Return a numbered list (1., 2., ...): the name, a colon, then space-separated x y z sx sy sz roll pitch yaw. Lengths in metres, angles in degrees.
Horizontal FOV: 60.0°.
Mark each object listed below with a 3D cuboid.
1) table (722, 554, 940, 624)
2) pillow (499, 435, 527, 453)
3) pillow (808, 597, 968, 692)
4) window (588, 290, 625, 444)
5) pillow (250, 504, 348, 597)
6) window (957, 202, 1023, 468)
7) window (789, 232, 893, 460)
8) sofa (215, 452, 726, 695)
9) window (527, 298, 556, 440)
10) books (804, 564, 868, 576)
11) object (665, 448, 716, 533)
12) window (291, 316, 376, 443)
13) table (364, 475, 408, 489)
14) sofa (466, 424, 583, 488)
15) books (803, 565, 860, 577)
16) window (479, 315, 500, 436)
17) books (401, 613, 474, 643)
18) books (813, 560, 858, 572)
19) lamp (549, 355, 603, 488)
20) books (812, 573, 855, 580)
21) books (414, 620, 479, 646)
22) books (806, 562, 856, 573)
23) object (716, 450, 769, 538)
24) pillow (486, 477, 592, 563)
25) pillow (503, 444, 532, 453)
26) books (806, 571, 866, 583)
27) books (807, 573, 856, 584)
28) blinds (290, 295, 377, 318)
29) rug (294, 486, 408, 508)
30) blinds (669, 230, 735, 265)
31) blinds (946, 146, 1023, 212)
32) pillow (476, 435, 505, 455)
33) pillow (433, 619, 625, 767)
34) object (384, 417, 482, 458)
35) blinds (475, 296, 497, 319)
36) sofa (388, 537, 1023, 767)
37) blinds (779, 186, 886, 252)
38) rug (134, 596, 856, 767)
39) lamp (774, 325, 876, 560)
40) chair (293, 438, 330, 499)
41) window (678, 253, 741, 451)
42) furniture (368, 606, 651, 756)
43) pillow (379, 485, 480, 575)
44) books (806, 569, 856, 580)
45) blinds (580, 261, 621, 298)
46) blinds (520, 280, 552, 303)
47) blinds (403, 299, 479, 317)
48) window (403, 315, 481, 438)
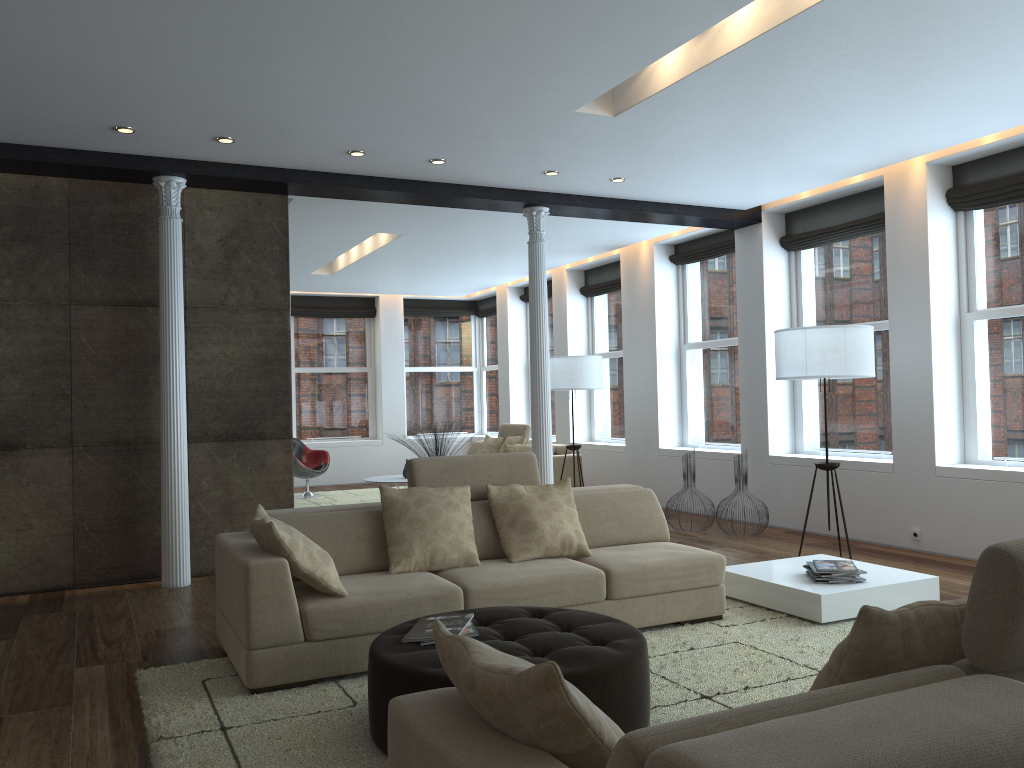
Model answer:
1. table: 1.843 1.204 5.278 0.900 0.170 0.900 -1 -1 -26
2. pillow: -0.038 0.869 11.351 0.301 0.439 0.534 -1 -1 -29
3. pillow: 0.859 0.664 1.995 0.534 0.439 0.301 -1 -1 -29
4. window: 1.352 -0.359 11.429 0.123 2.400 1.345 -1 -1 -26
5. pillow: -1.009 0.773 4.131 0.395 0.393 0.518 -1 -1 -22
6. window: 3.823 -0.520 6.277 0.123 2.400 1.442 -1 -1 -26
7. window: 3.029 -0.469 7.932 0.123 2.400 1.432 -1 -1 -26
8. sofa: -0.189 0.873 4.771 2.581 0.950 1.021 -1 -1 -26
9. window: 0.576 -0.309 13.047 0.123 2.400 1.444 -1 -1 -26
10. books: 1.854 1.062 5.089 0.220 0.010 0.300 -1 -1 -11
11. object: 1.648 0.981 8.229 0.458 0.781 0.458 -1 -1 -26
12. window: -2.894 -0.200 14.260 1.420 2.400 0.123 -1 -1 -26
13. table: -1.160 1.260 10.045 1.022 0.393 1.022 -2 -1 19
14. sofa: -0.156 1.006 11.573 1.018 0.950 2.581 -1 -1 -26
15. books: 1.829 1.072 5.093 0.220 0.010 0.300 -1 -1 -1
16. window: 2.699 0.440 22.886 34.761 17.917 13.698 -1 -1 -26
17. books: -0.283 0.942 3.432 0.220 0.040 0.301 -2 -1 9
18. books: 1.853 1.043 5.090 0.220 0.010 0.300 -2 -1 14
19. lamp: 0.690 0.561 9.973 0.698 1.728 0.698 -1 -1 -2
20. books: 1.854 1.081 5.089 0.220 0.010 0.300 -2 -1 24
21. books: -0.257 0.949 3.428 0.219 0.031 0.300 -1 -1 -11
22. books: 1.828 1.053 5.094 0.220 0.010 0.300 -2 -1 9
23. object: 2.046 0.965 7.903 0.458 0.781 0.458 -1 -1 -26
24. pillow: 0.142 0.749 4.934 0.519 0.416 0.368 -1 -1 -21
25. pillow: 0.077 0.873 10.563 0.518 0.393 0.395 -1 -1 -29
26. books: 1.854 1.101 5.088 0.220 0.010 0.300 -1 -1 -6
27. books: 1.830 1.111 5.092 0.220 0.010 0.300 -2 -1 9
28. blinds: -2.879 -1.233 14.195 1.422 0.363 0.156 -1 -1 -26
29. rug: -1.294 1.488 11.033 2.972 0.020 4.231 -1 -1 -26
30. blinds: 2.163 -1.490 9.560 0.156 0.275 1.396 -1 -1 -26
31. blinds: 3.743 -1.527 6.268 0.156 0.424 1.439 -1 -1 -26
32. pillow: -0.319 0.898 11.909 0.368 0.416 0.519 -1 -1 -30
33. pillow: 0.071 0.702 1.880 0.395 0.393 0.518 -1 -1 -29
34. object: -1.132 1.010 13.115 1.119 1.014 1.125 0 -1 -39
35. blinds: -0.290 -1.304 14.675 0.156 0.327 1.377 -1 -1 -26
36. sofa: 1.085 0.790 2.115 2.581 0.950 1.021 -1 -1 -26
37. blinds: 2.934 -1.481 7.919 0.183 0.395 1.431 -1 -1 -26
38. rug: 0.778 1.295 3.763 4.231 0.020 2.972 -1 -1 -26
39. lamp: 2.328 0.455 6.558 0.698 1.728 0.698 -1 -1 -2
40. chair: -2.853 1.131 12.118 0.669 0.818 0.810 -2 -2 44
41. window: 2.246 -0.418 9.565 0.123 2.400 1.391 -1 -1 -26
42. furniture: -0.011 1.120 3.364 1.057 0.355 1.057 -1 -1 -24
43. pillow: -0.427 0.747 4.675 0.534 0.439 0.301 -1 -1 -22
44. books: 1.829 1.092 5.093 0.220 0.010 0.300 -2 -1 9
45. blinds: 1.271 -1.373 11.422 0.156 0.393 1.342 -1 -1 -26
46. blinds: 0.494 -1.381 13.039 0.156 0.275 1.442 -1 -1 -26
47. blinds: -1.228 -1.283 14.989 1.442 0.312 0.155 -1 -1 -26
48. window: -1.226 -0.225 15.052 1.474 2.400 0.123 -1 -1 -26
